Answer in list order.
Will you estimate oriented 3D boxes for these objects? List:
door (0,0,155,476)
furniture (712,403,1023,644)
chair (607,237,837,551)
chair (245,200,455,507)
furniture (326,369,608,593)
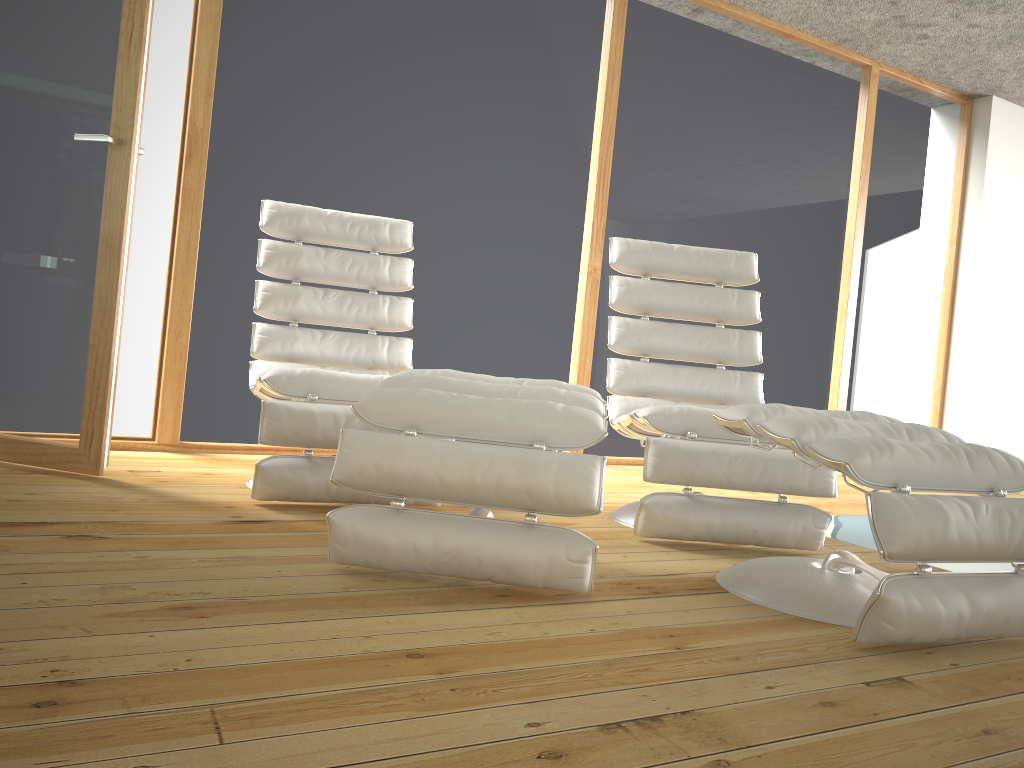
[{"bbox_3d":[-1.546,-0.978,2.771,0.935,2.417,0.162,6,0,15],"label":"door"},{"bbox_3d":[0.812,0.287,2.039,0.569,0.439,0.687,5,1,-24],"label":"furniture"},{"bbox_3d":[0.636,-0.023,2.916,0.569,0.968,0.914,6,1,-6],"label":"chair"},{"bbox_3d":[-0.552,-0.142,2.939,0.569,0.968,0.915,5,1,-21],"label":"chair"},{"bbox_3d":[-0.069,0.197,2.142,0.569,0.439,0.686,6,1,5],"label":"furniture"}]
